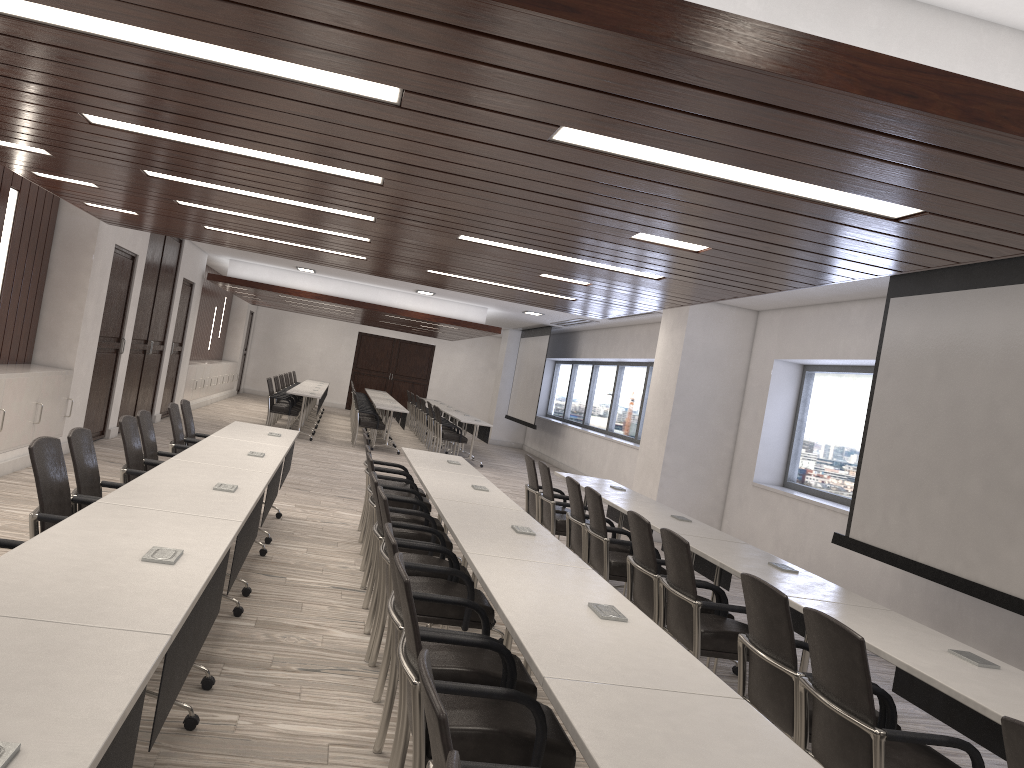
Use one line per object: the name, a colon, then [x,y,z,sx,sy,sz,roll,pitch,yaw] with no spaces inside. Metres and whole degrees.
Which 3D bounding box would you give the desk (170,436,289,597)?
desk: [-1.875,0.831,5.846,0.577,0.795,1.509,10,0,-11]

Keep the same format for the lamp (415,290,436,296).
lamp: [-1.559,-1.703,16.068,0.324,0.120,0.519,10,0,-11]

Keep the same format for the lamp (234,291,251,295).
lamp: [-5.547,-1.908,18.419,0.464,0.045,0.236,10,0,-11]

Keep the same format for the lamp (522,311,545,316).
lamp: [0.407,-1.359,16.446,0.324,0.120,0.519,10,0,-11]

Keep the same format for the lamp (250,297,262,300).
lamp: [-5.790,-1.947,19.716,0.464,0.045,0.236,10,0,-11]

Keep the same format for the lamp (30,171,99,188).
lamp: [-3.338,-1.553,6.632,0.464,0.045,0.236,10,0,-11]

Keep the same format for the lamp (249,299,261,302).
lamp: [-5.992,-1.979,20.796,0.464,0.045,0.236,10,0,-11]

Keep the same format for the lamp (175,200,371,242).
lamp: [-1.842,-1.292,6.921,1.496,0.045,0.236,10,0,-11]

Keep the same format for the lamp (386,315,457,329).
lamp: [-1.773,-1.252,17.578,1.496,0.045,0.236,10,0,-11]

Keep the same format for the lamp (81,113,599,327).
lamp: [0.025,-1.212,11.147,1.469,0.552,14.295,10,0,12]

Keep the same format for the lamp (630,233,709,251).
lamp: [0.890,-0.820,4.984,0.421,0.046,0.236,10,0,-11]

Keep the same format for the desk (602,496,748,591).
desk: [1.044,1.341,6.408,0.577,0.795,1.509,10,0,-11]

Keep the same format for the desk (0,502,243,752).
desk: [-1.314,0.921,2.851,0.577,0.795,1.509,10,0,-11]

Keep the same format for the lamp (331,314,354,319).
lamp: [-4.496,-1.718,21.085,1.496,0.045,0.236,10,0,-11]

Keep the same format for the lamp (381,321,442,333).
lamp: [-2.299,-1.336,20.388,1.496,0.045,0.236,10,0,-11]

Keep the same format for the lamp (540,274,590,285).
lamp: [0.445,-0.892,7.361,0.421,0.046,0.236,10,0,-11]

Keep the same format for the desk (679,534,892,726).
desk: [1.325,1.386,4.910,0.577,0.795,1.509,10,0,-11]

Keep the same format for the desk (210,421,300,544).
desk: [-2.155,0.786,7.342,0.577,0.795,1.509,10,0,-11]

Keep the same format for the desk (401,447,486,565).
desk: [-0.685,1.043,7.625,0.577,0.795,1.509,10,0,-11]

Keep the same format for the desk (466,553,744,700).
desk: [0.157,1.178,3.134,0.577,0.795,1.509,10,0,-11]

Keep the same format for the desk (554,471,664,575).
desk: [0.764,1.296,7.904,0.577,0.795,1.509,10,0,-11]

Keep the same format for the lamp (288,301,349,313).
lamp: [-4.051,-1.646,18.707,1.496,0.045,0.236,10,0,-11]

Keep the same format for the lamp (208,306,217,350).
lamp: [-7.098,-1.320,20.863,0.094,1.058,0.236,10,0,-11]

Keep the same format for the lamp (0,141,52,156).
lamp: [-3.136,-1.521,5.552,0.464,0.045,0.236,10,0,-11]

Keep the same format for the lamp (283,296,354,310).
lamp: [-3.767,-1.601,17.194,1.496,0.045,0.236,10,0,-11]

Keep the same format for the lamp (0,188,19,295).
lamp: [-4.632,-1.247,7.996,0.094,1.058,0.236,10,0,-11]

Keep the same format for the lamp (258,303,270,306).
lamp: [-6.235,-2.018,22.093,0.464,0.045,0.236,10,0,-11]

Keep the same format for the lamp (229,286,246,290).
lamp: [-5.263,-1.862,16.906,0.464,0.045,0.236,10,0,-11]

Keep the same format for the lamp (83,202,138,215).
lamp: [-3.581,-1.592,7.929,0.464,0.045,0.236,10,0,-11]

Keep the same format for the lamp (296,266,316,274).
lamp: [-3.628,-2.065,15.669,0.324,0.120,0.519,10,0,-11]

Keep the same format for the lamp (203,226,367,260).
lamp: [-2.085,-1.331,8.217,1.496,0.045,0.236,10,0,-11]

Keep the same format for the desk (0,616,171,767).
desk: [-1.035,0.965,1.364,0.577,0.795,1.509,10,0,-11]

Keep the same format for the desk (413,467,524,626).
desk: [-0.404,1.088,6.129,0.577,0.795,1.509,10,0,-11]

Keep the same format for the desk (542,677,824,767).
desk: [0.435,1.223,1.647,0.577,0.795,1.509,10,0,-11]

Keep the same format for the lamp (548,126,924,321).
lamp: [1.488,-0.963,9.061,1.499,0.552,12.001,10,0,6]

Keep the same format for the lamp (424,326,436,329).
lamp: [-1.764,-1.246,19.148,0.421,0.046,0.236,10,0,-11]

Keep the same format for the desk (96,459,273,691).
desk: [-1.594,0.876,4.347,0.577,0.795,1.509,10,0,-11]

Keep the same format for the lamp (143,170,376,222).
lamp: [-1.640,-1.259,5.840,1.496,0.045,0.236,10,0,-11]

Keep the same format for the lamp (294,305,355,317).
lamp: [-4.294,-1.685,20.004,1.496,0.045,0.236,10,0,-11]

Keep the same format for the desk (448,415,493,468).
desk: [-0.815,1.043,16.333,0.577,0.795,1.509,10,0,-11]

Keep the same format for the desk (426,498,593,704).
desk: [-0.124,1.133,4.630,0.577,0.795,1.509,10,0,-11]

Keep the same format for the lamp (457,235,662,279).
lamp: [0.355,-0.910,6.224,1.496,0.045,0.236,10,0,-11]

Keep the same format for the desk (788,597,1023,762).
desk: [1.606,1.431,3.414,0.577,0.795,1.509,10,0,-11]

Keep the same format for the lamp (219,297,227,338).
lamp: [-7.286,-1.673,22.160,0.094,1.058,0.236,10,0,-11]

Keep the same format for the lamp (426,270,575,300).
lamp: [-0.091,-0.982,8.602,1.496,0.045,0.236,10,0,-11]
